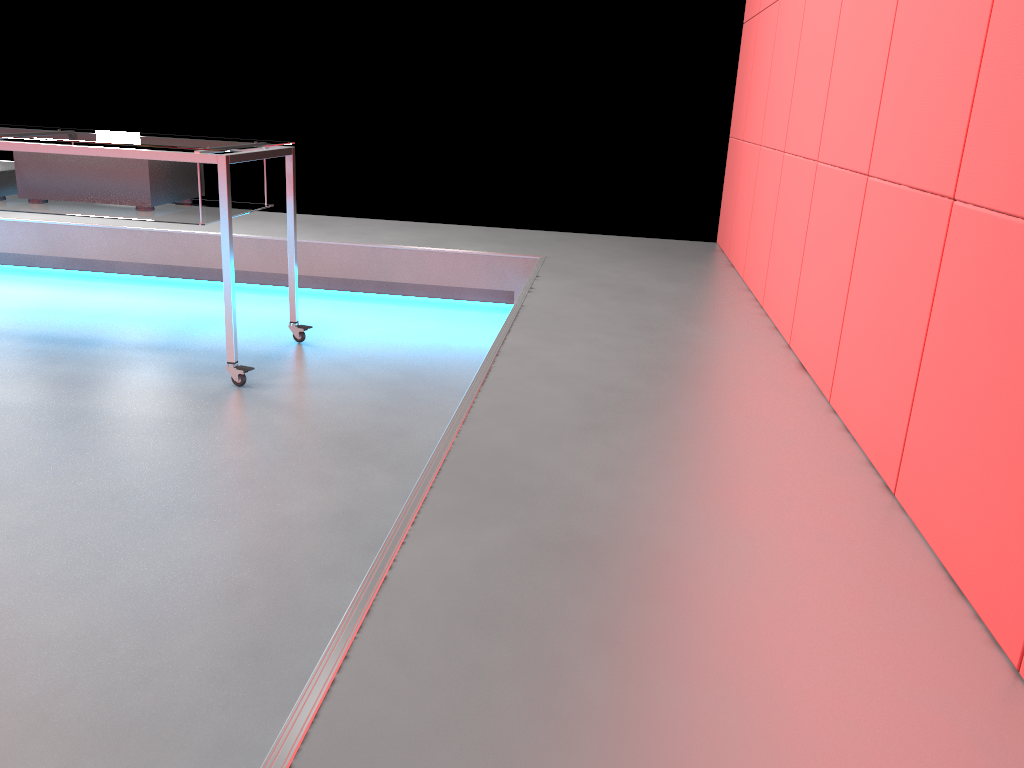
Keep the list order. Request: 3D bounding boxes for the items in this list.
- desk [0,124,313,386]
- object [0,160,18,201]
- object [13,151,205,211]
[{"bbox_3d":[-1.521,-0.465,2.891,1.617,0.690,0.594,5,18,6],"label":"desk"},{"bbox_3d":[-1.772,-0.679,2.921,0.435,0.092,0.365,5,18,6],"label":"object"},{"bbox_3d":[-1.282,-0.669,2.866,0.431,0.158,0.371,5,18,6],"label":"object"}]
